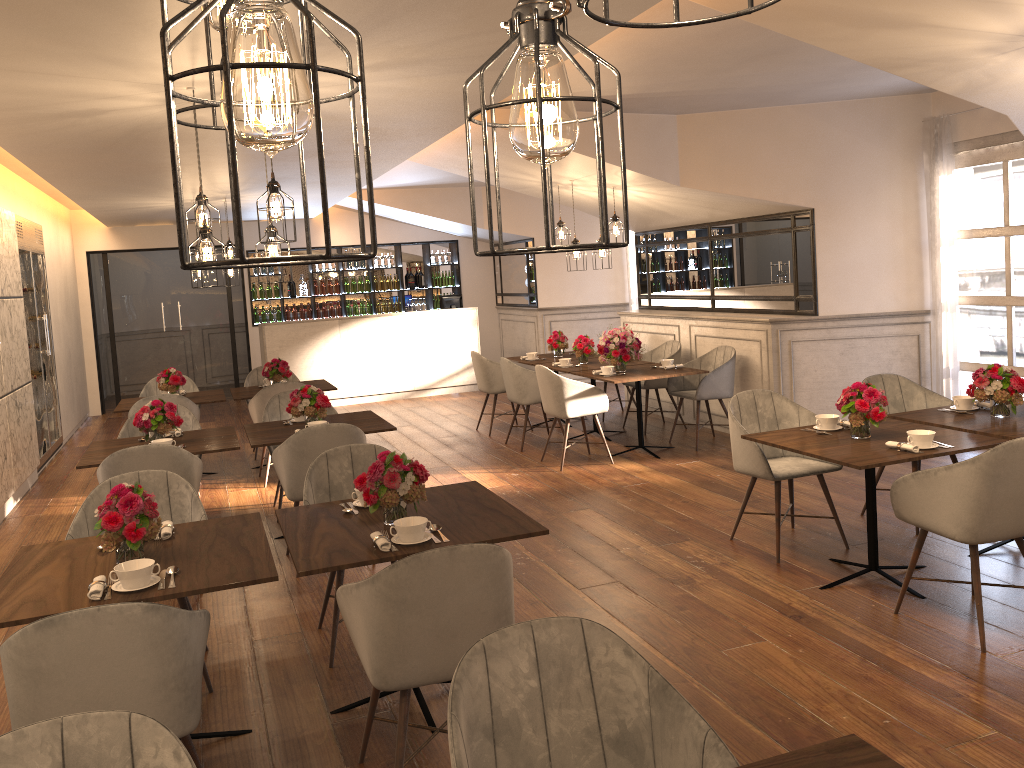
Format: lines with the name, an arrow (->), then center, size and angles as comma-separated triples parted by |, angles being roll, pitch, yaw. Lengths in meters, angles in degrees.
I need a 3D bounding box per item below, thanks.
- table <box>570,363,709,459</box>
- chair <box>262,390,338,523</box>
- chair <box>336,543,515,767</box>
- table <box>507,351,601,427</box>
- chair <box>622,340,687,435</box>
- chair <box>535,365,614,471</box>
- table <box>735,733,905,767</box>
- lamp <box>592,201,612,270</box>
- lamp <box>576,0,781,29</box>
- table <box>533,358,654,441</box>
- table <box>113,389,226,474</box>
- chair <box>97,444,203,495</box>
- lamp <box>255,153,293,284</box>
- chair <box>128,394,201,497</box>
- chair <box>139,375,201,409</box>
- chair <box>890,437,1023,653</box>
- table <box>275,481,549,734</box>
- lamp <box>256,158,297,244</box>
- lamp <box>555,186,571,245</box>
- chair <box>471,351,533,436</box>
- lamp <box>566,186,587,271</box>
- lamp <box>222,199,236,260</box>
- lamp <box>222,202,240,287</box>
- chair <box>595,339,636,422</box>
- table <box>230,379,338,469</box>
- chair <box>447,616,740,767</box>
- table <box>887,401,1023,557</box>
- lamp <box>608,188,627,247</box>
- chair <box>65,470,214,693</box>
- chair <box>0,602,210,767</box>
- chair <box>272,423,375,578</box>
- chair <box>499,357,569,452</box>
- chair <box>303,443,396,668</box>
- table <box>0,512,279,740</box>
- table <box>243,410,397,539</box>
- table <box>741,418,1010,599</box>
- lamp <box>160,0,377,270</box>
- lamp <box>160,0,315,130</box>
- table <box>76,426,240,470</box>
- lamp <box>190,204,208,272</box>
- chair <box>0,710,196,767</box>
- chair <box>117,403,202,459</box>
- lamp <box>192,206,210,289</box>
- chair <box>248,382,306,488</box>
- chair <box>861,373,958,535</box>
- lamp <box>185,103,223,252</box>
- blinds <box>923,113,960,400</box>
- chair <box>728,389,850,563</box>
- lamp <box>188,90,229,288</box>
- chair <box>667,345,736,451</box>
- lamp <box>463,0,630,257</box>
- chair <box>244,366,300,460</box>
table -> 1.125, 0.249, 7.807 | 0.898, 0.718, 0.899 | -6, 6, -19
chair -> -1.551, 0.502, 6.557 | 0.566, 0.869, 0.528 | -5, 5, -19
chair -> -0.247, 0.884, 2.878 | 0.566, 0.869, 0.528 | -5, 5, -19
table -> 0.491, 0.066, 9.574 | 0.898, 0.718, 0.899 | -6, 6, -19
chair -> 1.427, 0.017, 8.885 | 0.527, 0.869, 0.566 | -5, 5, -19
chair -> 0.503, 0.246, 7.542 | 0.527, 0.869, 0.566 | -5, 5, -19
table -> 0.423, 1.131, 1.189 | 0.898, 0.718, 0.899 | -6, 6, -19
lamp -> 0.811, -2.137, 8.492 | 0.175, 2.062, 0.175 | -5, 4, -18
lamp -> 0.079, -1.343, 0.660 | 0.175, 2.062, 0.175 | -5, 4, -18
table -> 0.808, 0.157, 8.691 | 0.898, 0.718, 0.899 | -6, 6, -19
table -> -3.021, 0.496, 7.953 | 0.898, 0.718, 0.899 | -6, 6, -19
chair -> -2.018, 0.732, 4.983 | 0.566, 0.869, 0.528 | -5, 5, -19
lamp -> -1.299, -1.553, 4.548 | 0.175, 2.062, 0.175 | -5, 4, -18
chair -> -2.854, 0.490, 7.313 | 0.566, 0.869, 0.528 | -5, 5, -19
chair -> -3.288, 0.359, 8.567 | 0.566, 0.869, 0.528 | -5, 5, -19
chair -> 2.023, 0.617, 3.840 | 0.566, 0.869, 0.528 | -5, 5, -19
table -> -0.414, 0.890, 3.519 | 0.898, 0.718, 0.899 | -6, 6, -19
lamp -> -1.201, -1.713, 4.226 | 0.175, 2.062, 0.175 | -5, 4, -18
lamp -> 0.425, -2.316, 8.560 | 0.175, 2.062, 0.175 | -5, 4, -18
chair -> -0.131, 0.063, 9.309 | 0.527, 0.869, 0.566 | -5, 5, -19
lamp -> 0.548, -2.092, 8.265 | 0.175, 2.062, 0.175 | -5, 4, -18
lamp -> -3.110, -2.282, 9.542 | 0.175, 2.062, 0.175 | -5, 4, -18
lamp -> -3.209, -2.122, 9.864 | 0.175, 2.062, 0.175 | -5, 4, -18
chair -> 1.110, -0.074, 9.768 | 0.527, 0.869, 0.566 | -5, 5, -19
table -> -2.120, 0.398, 8.273 | 0.898, 0.718, 0.899 | -6, 6, -19
chair -> 0.155, 0.995, 1.802 | 0.566, 0.869, 0.528 | -5, 5, -19
table -> 2.714, 0.530, 4.784 | 0.898, 0.718, 0.899 | -6, 6, -19
lamp -> 0.909, -2.297, 8.170 | 0.175, 2.062, 0.175 | -5, 4, -18
chair -> -1.582, 0.852, 3.812 | 0.566, 0.869, 0.528 | -5, 5, -19
chair -> -1.148, 0.983, 2.558 | 0.566, 0.869, 0.528 | -5, 5, -19
chair -> -1.117, 0.633, 5.303 | 0.566, 0.869, 0.528 | -5, 5, -19
chair -> 0.186, 0.155, 8.426 | 0.527, 0.869, 0.566 | -5, 5, -19
chair -> -0.681, 0.754, 4.132 | 0.566, 0.869, 0.528 | -5, 5, -19
table -> -1.315, 0.988, 3.199 | 0.898, 0.718, 0.899 | -6, 6, -19
table -> -1.283, 0.639, 5.943 | 0.898, 0.718, 0.899 | -6, 6, -19
table -> 1.813, 0.628, 4.465 | 0.898, 0.718, 0.899 | -6, 6, -19
lamp -> -0.282, -1.138, 0.755 | 0.175, 2.062, 0.175 | -5, 4, -18
lamp -> -0.405, -1.362, 1.050 | 0.175, 2.062, 0.175 | -5, 4, -18
table -> -2.184, 0.737, 5.623 | 0.898, 0.718, 0.899 | -6, 6, -19
lamp -> -3.595, -2.300, 9.933 | 0.175, 2.062, 0.175 | -5, 4, -18
chair -> -0.745, 1.093, 1.482 | 0.566, 0.869, 0.528 | -5, 5, -19
chair -> -2.452, 0.601, 6.237 | 0.566, 0.869, 0.528 | -5, 5, -19
lamp -> -3.472, -2.076, 9.637 | 0.175, 2.062, 0.175 | -5, 4, -18
chair -> -1.953, 0.392, 7.632 | 0.566, 0.869, 0.528 | -5, 5, -19
chair -> 2.447, 0.393, 5.398 | 0.566, 0.869, 0.528 | -5, 5, -19
lamp -> -1.685, -1.731, 4.617 | 0.175, 2.062, 0.175 | -5, 4, -18
blinds -> 3.716, -0.792, 6.781 | 0.134, 2.688, 1.384 | -5, 5, -19
chair -> 1.546, 0.491, 5.078 | 0.566, 0.869, 0.528 | -5, 5, -19
lamp -> -1.562, -1.507, 4.321 | 0.175, 2.062, 0.175 | -5, 4, -18
chair -> 1.744, 0.109, 8.002 | 0.527, 0.869, 0.566 | -5, 5, -19
lamp -> -0.019, -1.183, 0.982 | 0.175, 2.062, 0.175 | -5, 4, -18
chair -> -2.387, 0.261, 8.886 | 0.566, 0.869, 0.528 | -5, 5, -19
